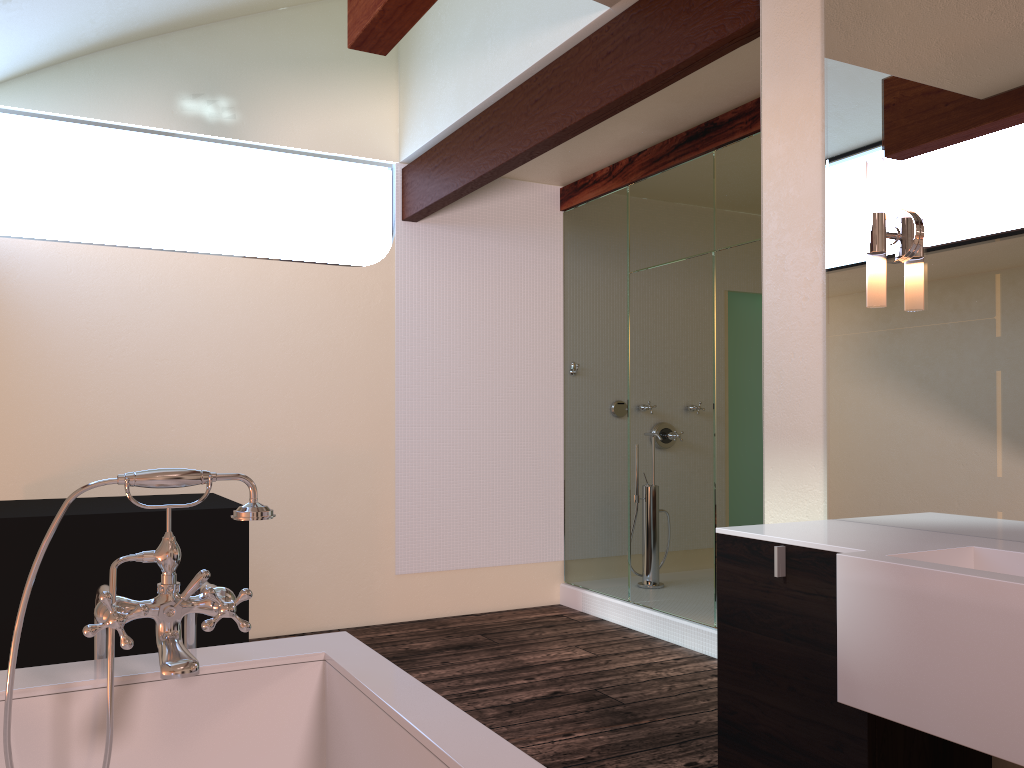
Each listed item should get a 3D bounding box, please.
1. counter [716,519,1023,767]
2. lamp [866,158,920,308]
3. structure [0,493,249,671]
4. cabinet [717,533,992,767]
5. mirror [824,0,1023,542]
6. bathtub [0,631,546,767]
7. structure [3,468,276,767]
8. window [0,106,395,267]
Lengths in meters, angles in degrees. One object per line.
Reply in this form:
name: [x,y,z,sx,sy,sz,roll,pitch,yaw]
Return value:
counter: [1.021,0.469,1.244,0.442,0.296,1.857,1,-3,-28]
lamp: [0.832,-0.373,1.990,0.083,0.365,0.131,0,-1,-28]
structure: [-1.569,0.958,3.510,0.869,0.860,0.801,1,-2,-28]
cabinet: [1.047,0.796,1.254,0.386,0.922,1.857,0,-2,-28]
mirror: [1.535,-0.619,0.767,0.011,1.842,3.237,0,-2,-28]
bathtub: [-0.177,0.857,0.669,0.799,0.693,2.218,1,-3,-28]
structure: [-0.602,0.715,1.525,0.384,1.119,0.554,0,-1,-13]
window: [-0.765,-1.106,2.859,2.108,0.676,3.521,1,-3,-28]
